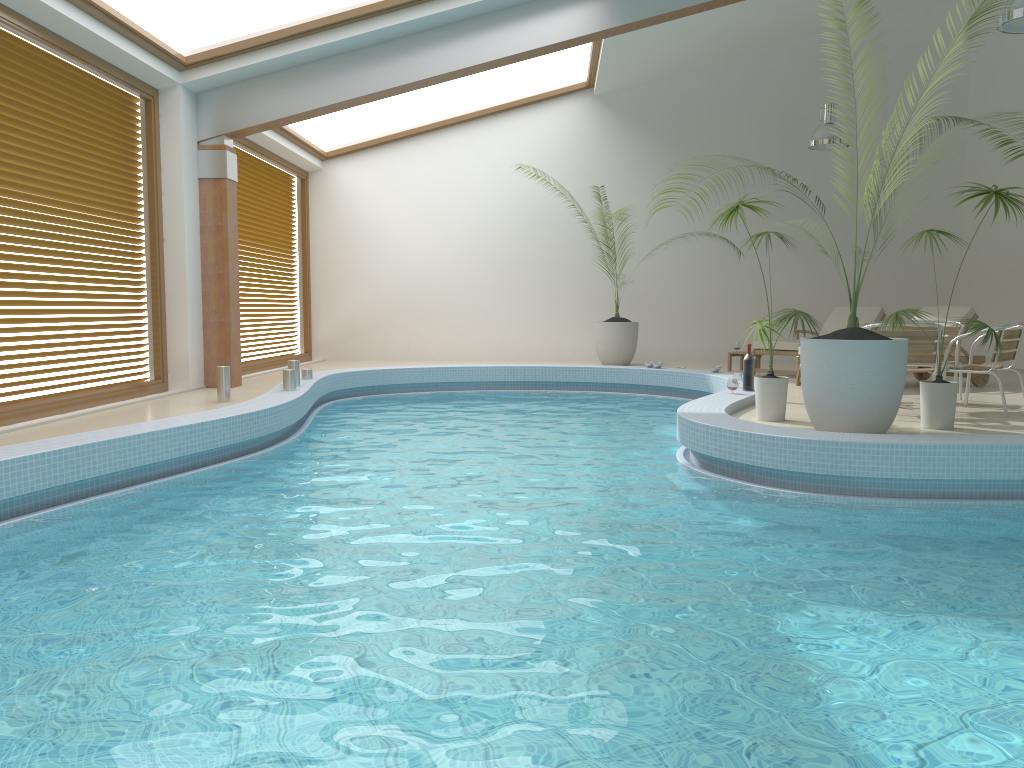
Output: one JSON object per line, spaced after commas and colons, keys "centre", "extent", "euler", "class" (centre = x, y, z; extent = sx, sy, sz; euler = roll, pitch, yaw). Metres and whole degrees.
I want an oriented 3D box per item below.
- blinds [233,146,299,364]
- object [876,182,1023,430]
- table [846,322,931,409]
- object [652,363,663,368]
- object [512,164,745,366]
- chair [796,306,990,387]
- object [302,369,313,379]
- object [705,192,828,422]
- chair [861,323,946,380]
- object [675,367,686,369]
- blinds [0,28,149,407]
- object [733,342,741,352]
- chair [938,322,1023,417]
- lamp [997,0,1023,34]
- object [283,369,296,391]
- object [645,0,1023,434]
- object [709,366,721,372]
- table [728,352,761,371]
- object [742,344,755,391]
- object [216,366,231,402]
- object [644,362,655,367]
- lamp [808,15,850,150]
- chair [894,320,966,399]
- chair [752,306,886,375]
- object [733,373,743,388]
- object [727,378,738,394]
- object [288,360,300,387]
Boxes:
{"centre": [-3.616, -1.671, 12.130], "extent": [0.095, 2.921, 4.414], "euler": [0, 5, 3], "class": "blinds"}
{"centre": [3.088, -0.537, 6.217], "extent": [1.059, 1.695, 0.791], "euler": [4, 6, 38], "class": "object"}
{"centre": [3.236, -0.168, 7.626], "extent": [0.700, 0.720, 0.700], "euler": [2, 5, 22], "class": "table"}
{"centre": [1.860, -0.235, 11.318], "extent": [0.140, 0.069, 0.140], "euler": [-3, 6, -28], "class": "object"}
{"centre": [1.713, -1.754, 13.018], "extent": [2.979, 2.960, 2.729], "euler": [-3, 6, -33], "class": "object"}
{"centre": [4.118, -0.412, 9.630], "extent": [1.903, 0.866, 0.861], "euler": [-2, 5, -19], "class": "chair"}
{"centre": [-2.219, -0.107, 9.606], "extent": [0.115, 0.107, 0.115], "euler": [-4, 6, -38], "class": "object"}
{"centre": [1.873, -0.575, 6.668], "extent": [0.791, 1.695, 1.059], "euler": [-1, 5, -10], "class": "object"}
{"centre": [3.043, -0.123, 6.979], "extent": [0.618, 0.727, 0.563], "euler": [1, 5, 15], "class": "chair"}
{"centre": [2.218, -0.185, 11.667], "extent": [0.140, 0.069, 0.140], "euler": [-3, 6, -28], "class": "object"}
{"centre": [-3.875, -1.232, 6.966], "extent": [0.095, 2.921, 4.200], "euler": [0, 5, 3], "class": "blinds"}
{"centre": [3.027, -0.498, 11.933], "extent": [0.102, 0.137, 0.102], "euler": [2, 5, 18], "class": "object"}
{"centre": [3.834, -0.143, 7.206], "extent": [0.618, 0.727, 0.563], "euler": [-5, 7, -45], "class": "chair"}
{"centre": [3.835, -3.612, 6.409], "extent": [0.506, 1.958, 0.505], "euler": [0, 5, 3], "class": "lamp"}
{"centre": [-2.073, -0.036, 8.252], "extent": [0.115, 0.194, 0.115], "euler": [5, 7, 43], "class": "object"}
{"centre": [2.209, -1.150, 5.907], "extent": [2.979, 2.960, 2.729], "euler": [2, 5, 20], "class": "object"}
{"centre": [2.430, -0.174, 10.601], "extent": [0.140, 0.069, 0.140], "euler": [-3, 6, -28], "class": "object"}
{"centre": [3.113, -0.298, 11.895], "extent": [0.283, 0.255, 0.320], "euler": [-3, 6, -35], "class": "table"}
{"centre": [2.189, -0.155, 8.200], "extent": [0.109, 0.435, 0.109], "euler": [4, 6, 38], "class": "object"}
{"centre": [-2.605, 0.002, 8.009], "extent": [0.115, 0.320, 0.115], "euler": [-4, 6, -38], "class": "object"}
{"centre": [1.784, -0.249, 11.484], "extent": [0.140, 0.069, 0.140], "euler": [-3, 6, -28], "class": "object"}
{"centre": [4.082, -4.032, 11.346], "extent": [0.506, 1.958, 0.505], "euler": [0, 5, 3], "class": "lamp"}
{"centre": [3.757, -0.216, 8.075], "extent": [0.618, 0.727, 0.563], "euler": [3, 6, 35], "class": "chair"}
{"centre": [4.004, -0.563, 11.408], "extent": [1.903, 0.866, 0.861], "euler": [-3, 6, -35], "class": "chair"}
{"centre": [2.171, -0.033, 8.542], "extent": [0.102, 0.137, 0.102], "euler": [1, 5, 12], "class": "object"}
{"centre": [1.974, 0.019, 7.933], "extent": [0.102, 0.137, 0.102], "euler": [1, 5, 12], "class": "object"}
{"centre": [-2.133, -0.102, 8.677], "extent": [0.115, 0.254, 0.115], "euler": [5, 7, 43], "class": "object"}
